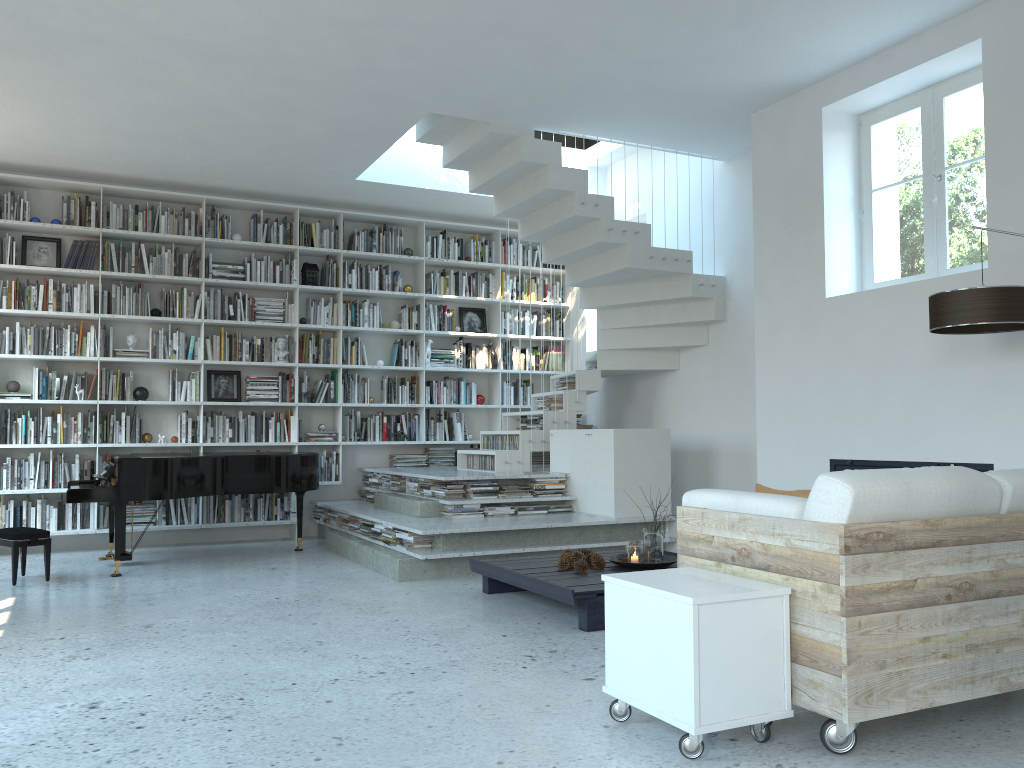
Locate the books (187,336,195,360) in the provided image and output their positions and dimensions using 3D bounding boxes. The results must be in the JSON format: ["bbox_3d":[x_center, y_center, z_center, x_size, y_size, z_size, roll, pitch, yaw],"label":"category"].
[{"bbox_3d":[-2.912,-0.315,8.027,0.060,0.227,0.179,1,-3,-26],"label":"books"}]

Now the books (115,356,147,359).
[{"bbox_3d":[-3.364,-0.228,7.821,0.254,0.012,0.161,1,-4,-26],"label":"books"}]

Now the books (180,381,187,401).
[{"bbox_3d":[-2.964,0.071,7.990,0.057,0.188,0.156,1,-3,-26],"label":"books"}]

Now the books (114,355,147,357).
[{"bbox_3d":[-3.360,-0.241,7.814,0.254,0.012,0.161,2,-4,-30],"label":"books"}]

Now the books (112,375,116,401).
[{"bbox_3d":[-3.474,0.040,7.745,0.025,0.228,0.153,1,-3,-26],"label":"books"}]

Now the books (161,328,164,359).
[{"bbox_3d":[-3.128,-0.349,7.922,0.012,0.286,0.167,1,-3,-26],"label":"books"}]

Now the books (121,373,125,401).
[{"bbox_3d":[-3.421,0.032,7.790,0.028,0.247,0.142,1,-3,-26],"label":"books"}]

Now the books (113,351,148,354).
[{"bbox_3d":[-3.362,-0.278,7.819,0.285,0.012,0.159,1,-4,-24],"label":"books"}]

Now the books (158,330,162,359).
[{"bbox_3d":[-3.149,-0.339,7.924,0.022,0.267,0.151,1,-3,-26],"label":"books"}]

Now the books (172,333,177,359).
[{"bbox_3d":[-3.037,-0.327,7.970,0.028,0.247,0.170,1,-3,-26],"label":"books"}]

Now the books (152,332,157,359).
[{"bbox_3d":[-3.188,-0.331,7.890,0.030,0.247,0.174,1,-3,-26],"label":"books"}]

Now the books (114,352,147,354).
[{"bbox_3d":[-3.361,-0.266,7.817,0.254,0.012,0.161,2,-4,-29],"label":"books"}]

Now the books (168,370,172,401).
[{"bbox_3d":[-3.067,0.021,7.947,0.012,0.285,0.159,1,-3,-26],"label":"books"}]

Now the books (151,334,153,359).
[{"bbox_3d":[-3.214,-0.323,7.897,0.010,0.231,0.154,1,-3,-26],"label":"books"}]

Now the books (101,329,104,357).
[{"bbox_3d":[-3.566,-0.344,7.720,0.024,0.257,0.134,1,-3,-26],"label":"books"}]

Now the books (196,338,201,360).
[{"bbox_3d":[-2.858,-0.307,8.076,0.026,0.217,0.126,1,-3,-26],"label":"books"}]

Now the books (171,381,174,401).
[{"bbox_3d":[-3.048,0.070,7.949,0.025,0.186,0.154,1,-3,-26],"label":"books"}]

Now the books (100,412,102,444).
[{"bbox_3d":[-3.569,0.380,7.690,0.013,0.275,0.147,1,-3,-26],"label":"books"}]

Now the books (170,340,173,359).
[{"bbox_3d":[-3.069,-0.298,7.974,0.025,0.189,0.140,1,-3,-26],"label":"books"}]

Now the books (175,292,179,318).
[{"bbox_3d":[-3.017,-0.695,7.979,0.013,0.243,0.189,1,-3,-26],"label":"books"}]

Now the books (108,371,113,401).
[{"bbox_3d":[-3.500,0.021,7.730,0.036,0.263,0.166,1,-3,-26],"label":"books"}]

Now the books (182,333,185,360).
[{"bbox_3d":[-2.982,-0.329,8.019,0.022,0.256,0.152,1,-3,-26],"label":"books"}]

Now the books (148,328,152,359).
[{"bbox_3d":[-3.218,-0.350,7.882,0.012,0.285,0.159,1,-3,-26],"label":"books"}]

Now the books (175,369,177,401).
[{"bbox_3d":[-3.026,0.015,7.972,0.012,0.298,0.166,1,-3,-26],"label":"books"}]

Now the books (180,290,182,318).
[{"bbox_3d":[-2.996,-0.704,8.016,0.004,0.265,0.142,1,-3,-26],"label":"books"}]

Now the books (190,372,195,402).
[{"bbox_3d":[-2.895,0.032,8.027,0.027,0.269,0.178,1,-3,-26],"label":"books"}]

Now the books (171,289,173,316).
[{"bbox_3d":[-3.065,-0.710,7.982,0.005,0.275,0.157,1,-3,-26],"label":"books"}]

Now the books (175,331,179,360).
[{"bbox_3d":[-3.015,-0.336,7.970,0.012,0.265,0.193,1,-3,-26],"label":"books"}]

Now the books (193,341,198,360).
[{"bbox_3d":[-2.880,-0.290,8.062,0.027,0.181,0.142,1,-3,-26],"label":"books"}]

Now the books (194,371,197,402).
[{"bbox_3d":[-2.873,0.027,8.027,0.011,0.279,0.187,1,-3,-26],"label":"books"}]

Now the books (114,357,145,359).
[{"bbox_3d":[-3.362,-0.217,7.817,0.285,0.012,0.159,1,-4,-28],"label":"books"}]

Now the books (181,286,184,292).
[{"bbox_3d":[-2.984,-0.723,8.019,0.006,0.303,0.165,1,-3,-26],"label":"books"}]

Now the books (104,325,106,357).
[{"bbox_3d":[-3.559,-0.363,7.745,0.011,0.297,0.135,1,-3,-26],"label":"books"}]

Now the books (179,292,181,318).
[{"bbox_3d":[-3.005,-0.698,8.012,0.017,0.253,0.139,1,-3,-26],"label":"books"}]

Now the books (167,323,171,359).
[{"bbox_3d":[-3.079,-0.369,7.956,0.010,0.329,0.173,1,-3,-26],"label":"books"}]

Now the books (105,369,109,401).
[{"bbox_3d":[-3.531,0.015,7.723,0.026,0.275,0.154,1,-3,-26],"label":"books"}]

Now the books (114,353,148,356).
[{"bbox_3d":[-3.359,-0.254,7.813,0.254,0.012,0.161,2,-4,-31],"label":"books"}]

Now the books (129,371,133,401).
[{"bbox_3d":[-3.358,0.024,7.812,0.028,0.266,0.144,1,-3,-26],"label":"books"}]

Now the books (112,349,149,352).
[{"bbox_3d":[-3.360,-0.290,7.816,0.285,0.012,0.159,2,-4,-30],"label":"books"}]

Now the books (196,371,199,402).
[{"bbox_3d":[-2.860,0.027,8.037,0.021,0.281,0.162,1,-3,-26],"label":"books"}]

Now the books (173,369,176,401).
[{"bbox_3d":[-3.037,0.019,7.970,0.011,0.291,0.156,1,-3,-26],"label":"books"}]

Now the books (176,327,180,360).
[{"bbox_3d":[-3.008,-0.353,7.984,0.011,0.300,0.178,1,-3,-26],"label":"books"}]

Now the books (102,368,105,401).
[{"bbox_3d":[-3.552,0.010,7.707,0.025,0.284,0.145,1,-3,-26],"label":"books"}]

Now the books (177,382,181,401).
[{"bbox_3d":[-3.009,0.074,7.985,0.030,0.182,0.154,1,-3,-26],"label":"books"}]

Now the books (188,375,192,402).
[{"bbox_3d":[-2.909,0.044,8.012,0.012,0.244,0.171,1,-3,-26],"label":"books"}]

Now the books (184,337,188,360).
[{"bbox_3d":[-2.961,-0.310,8.029,0.026,0.219,0.150,1,-3,-26],"label":"books"}]

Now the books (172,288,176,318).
[{"bbox_3d":[-3.053,-0.715,8.000,0.033,0.287,0.155,1,-3,-26],"label":"books"}]

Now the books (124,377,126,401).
[{"bbox_3d":[-3.395,0.051,7.780,0.011,0.208,0.180,1,-3,-26],"label":"books"}]

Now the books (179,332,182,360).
[{"bbox_3d":[-2.993,-0.332,7.991,0.023,0.259,0.170,1,-3,-26],"label":"books"}]

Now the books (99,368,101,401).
[{"bbox_3d":[-3.583,0.009,7.702,0.012,0.285,0.159,1,-3,-26],"label":"books"}]

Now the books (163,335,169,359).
[{"bbox_3d":[-3.108,-0.317,7.949,0.048,0.224,0.149,1,-3,-26],"label":"books"}]

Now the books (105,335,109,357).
[{"bbox_3d":[-3.533,-0.319,7.743,0.034,0.209,0.136,1,-3,-26],"label":"books"}]

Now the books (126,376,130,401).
[{"bbox_3d":[-3.376,0.047,7.785,0.028,0.216,0.175,1,-3,-26],"label":"books"}]

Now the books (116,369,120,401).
[{"bbox_3d":[-3.442,0.016,7.739,0.026,0.274,0.190,1,-3,-26],"label":"books"}]

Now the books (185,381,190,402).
[{"bbox_3d":[-2.930,0.072,8.012,0.024,0.188,0.172,1,-3,-26],"label":"books"}]

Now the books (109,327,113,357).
[{"bbox_3d":[-3.507,-0.353,7.752,0.021,0.277,0.136,1,-3,-26],"label":"books"}]

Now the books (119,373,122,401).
[{"bbox_3d":[-3.433,0.033,7.766,0.014,0.243,0.153,1,-3,-26],"label":"books"}]

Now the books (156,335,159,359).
[{"bbox_3d":[-3.176,-0.319,7.927,0.024,0.227,0.137,1,-3,-26],"label":"books"}]
